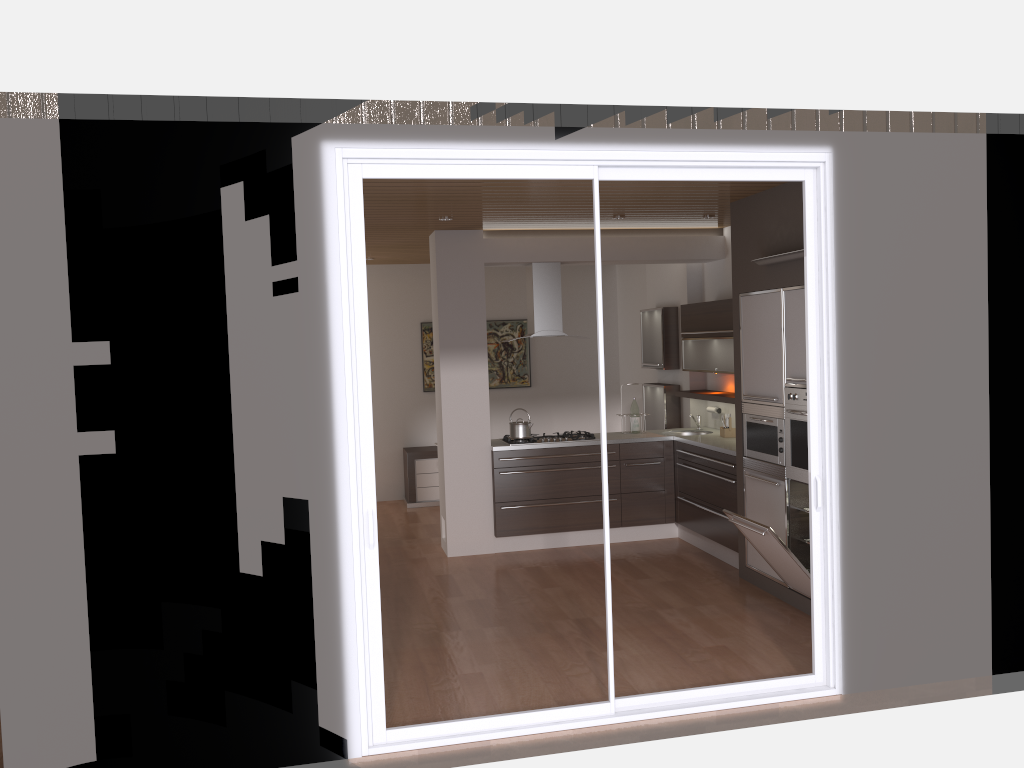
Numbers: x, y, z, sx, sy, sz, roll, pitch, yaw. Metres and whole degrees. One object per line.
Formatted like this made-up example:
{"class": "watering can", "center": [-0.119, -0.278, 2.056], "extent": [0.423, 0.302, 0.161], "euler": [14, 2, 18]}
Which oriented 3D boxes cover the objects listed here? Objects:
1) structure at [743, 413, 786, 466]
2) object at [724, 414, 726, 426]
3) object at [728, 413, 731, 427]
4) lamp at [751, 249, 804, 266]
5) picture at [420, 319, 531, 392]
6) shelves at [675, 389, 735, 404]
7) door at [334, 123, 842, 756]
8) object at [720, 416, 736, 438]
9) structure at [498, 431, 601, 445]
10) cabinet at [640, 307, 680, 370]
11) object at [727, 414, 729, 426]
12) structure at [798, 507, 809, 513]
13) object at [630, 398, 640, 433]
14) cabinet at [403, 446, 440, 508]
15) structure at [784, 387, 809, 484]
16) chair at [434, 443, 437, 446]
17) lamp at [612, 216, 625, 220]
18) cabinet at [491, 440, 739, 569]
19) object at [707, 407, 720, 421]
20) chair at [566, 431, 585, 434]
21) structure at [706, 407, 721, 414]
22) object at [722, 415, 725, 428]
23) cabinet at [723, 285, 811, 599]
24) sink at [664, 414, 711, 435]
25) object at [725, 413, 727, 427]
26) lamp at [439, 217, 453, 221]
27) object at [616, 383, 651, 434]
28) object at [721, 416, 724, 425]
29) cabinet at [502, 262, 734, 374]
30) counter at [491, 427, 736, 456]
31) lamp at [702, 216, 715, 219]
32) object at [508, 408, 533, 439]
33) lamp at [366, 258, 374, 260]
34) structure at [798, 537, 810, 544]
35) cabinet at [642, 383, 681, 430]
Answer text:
{"class": "structure", "center": [1.697, 0.370, 6.008], "extent": [0.049, 0.301, 0.569], "euler": [-3, 3, -12]}
{"class": "object", "center": [1.790, 0.347, 7.428], "extent": [0.023, 0.196, 0.018], "euler": [-3, 3, -10]}
{"class": "object", "center": [1.821, 0.342, 7.428], "extent": [0.042, 0.192, 0.040], "euler": [0, 3, 36]}
{"class": "lamp", "center": [1.717, -0.774, 5.339], "extent": [0.139, 0.033, 1.020], "euler": [-3, 3, -12]}
{"class": "picture", "center": [-0.411, -0.334, 10.322], "extent": [1.277, 0.801, 0.018], "euler": [-3, 3, -12]}
{"class": "shelves", "center": [1.863, 0.118, 7.394], "extent": [0.313, 0.050, 1.850], "euler": [-3, 3, -12]}
{"class": "door", "center": [0.418, 0.207, 4.046], "extent": [2.300, 2.700, 0.101], "euler": [-3, 3, -12]}
{"class": "object", "center": [1.821, 0.357, 7.478], "extent": [0.100, 0.170, 0.173], "euler": [-2, 3, 0]}
{"class": "structure", "center": [0.318, 0.463, 7.725], "extent": [0.797, 0.047, 0.494], "euler": [-3, 3, -12]}
{"class": "cabinet", "center": [1.387, -0.443, 8.734], "extent": [0.172, 0.600, 0.619], "euler": [-3, 3, -26]}
{"class": "object", "center": [1.809, 0.345, 7.439], "extent": [0.020, 0.196, 0.017], "euler": [-2, 3, 11]}
{"class": "structure", "center": [2.146, 0.807, 5.511], "extent": [0.479, 0.012, 0.583], "euler": [-3, 3, -12]}
{"class": "object", "center": [1.107, 0.283, 7.992], "extent": [0.091, 0.319, 0.091], "euler": [-1, 3, 23]}
{"class": "cabinet", "center": [-0.356, 1.002, 10.103], "extent": [1.740, 0.608, 0.540], "euler": [-3, 3, -12]}
{"class": "structure", "center": [1.804, 0.324, 5.420], "extent": [0.066, 0.583, 0.582], "euler": [-3, 3, -12]}
{"class": "chair", "center": [-0.410, 0.966, 8.351], "extent": [0.608, 0.847, 0.491], "euler": [-2, 3, -7]}
{"class": "lamp", "center": [0.826, -1.308, 6.866], "extent": [0.102, 0.055, 0.102], "euler": [-4, 3, -40]}
{"class": "cabinet", "center": [0.980, 0.956, 7.238], "extent": [2.150, 0.870, 1.850], "euler": [-3, 3, -12]}
{"class": "object", "center": [1.815, 0.268, 8.002], "extent": [0.053, 0.119, 0.165], "euler": [-3, 3, -12]}
{"class": "chair", "center": [0.468, 0.917, 8.728], "extent": [0.608, 0.847, 0.491], "euler": [-4, 4, -42]}
{"class": "structure", "center": [1.841, 0.233, 7.992], "extent": [0.087, 0.049, 0.237], "euler": [-3, 3, -12]}
{"class": "object", "center": [1.772, 0.344, 7.426], "extent": [0.042, 0.192, 0.040], "euler": [0, 3, 35]}
{"class": "cabinet", "center": [1.897, 0.366, 5.441], "extent": [1.047, 1.948, 1.796], "euler": [-3, 3, -12]}
{"class": "sink", "center": [1.559, 0.451, 7.925], "extent": [0.450, 0.347, 0.494], "euler": [-2, 3, -6]}
{"class": "object", "center": [1.802, 0.345, 7.448], "extent": [0.018, 0.196, 0.022], "euler": [-3, 3, -10]}
{"class": "lamp", "center": [-0.494, -1.248, 6.587], "extent": [0.102, 0.055, 0.102], "euler": [-4, 3, -29]}
{"class": "object", "center": [1.098, 0.217, 8.042], "extent": [0.291, 0.453, 0.210], "euler": [-2, 3, -7]}
{"class": "object", "center": [1.783, 0.355, 7.453], "extent": [0.019, 0.178, 0.044], "euler": [-4, 3, -37]}
{"class": "cabinet", "center": [1.010, -0.577, 7.240], "extent": [2.058, 1.032, 1.399], "euler": [-2, 3, -8]}
{"class": "counter", "center": [0.964, 0.504, 7.217], "extent": [2.150, 0.036, 1.850], "euler": [-3, 3, -12]}
{"class": "lamp", "center": [1.554, -1.342, 7.020], "extent": [0.102, 0.055, 0.102], "euler": [-1, 3, 16]}
{"class": "object", "center": [0.069, 0.332, 7.548], "extent": [0.221, 0.251, 0.221], "euler": [-3, 3, -19]}
{"class": "lamp", "center": [-1.509, -1.339, 9.333], "extent": [0.102, 0.055, 0.102], "euler": [-4, 3, -29]}
{"class": "structure", "center": [2.153, 1.006, 5.521], "extent": [0.479, 0.012, 0.583], "euler": [-3, 3, -12]}
{"class": "cabinet", "center": [1.468, 0.302, 8.799], "extent": [0.194, 0.600, 0.598], "euler": [-3, 3, -12]}
